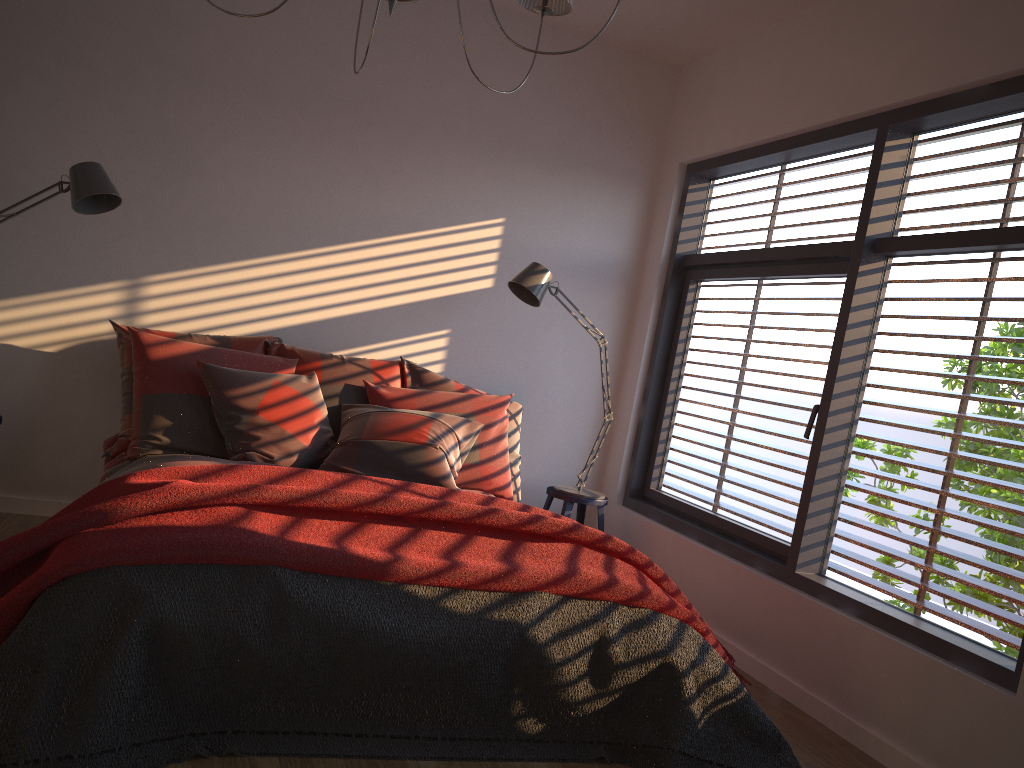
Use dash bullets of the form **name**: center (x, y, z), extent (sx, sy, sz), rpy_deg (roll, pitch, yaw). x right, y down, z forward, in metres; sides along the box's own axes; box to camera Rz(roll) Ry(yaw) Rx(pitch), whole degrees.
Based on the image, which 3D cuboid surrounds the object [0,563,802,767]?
- **object**: center (-0.332, 0.722, 2.757), extent (2.513, 0.570, 1.115), rpy_deg (9, 3, -20)

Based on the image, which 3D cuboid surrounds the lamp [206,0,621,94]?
- **lamp**: center (-0.205, -1.372, 2.086), extent (1.104, 1.083, 1.239), rpy_deg (9, 3, -21)

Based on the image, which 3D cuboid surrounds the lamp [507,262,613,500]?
- **lamp**: center (0.236, -0.007, 4.554), extent (0.791, 1.132, 0.277), rpy_deg (8, 5, -29)

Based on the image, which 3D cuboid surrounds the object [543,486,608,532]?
- **object**: center (0.307, 0.819, 4.749), extent (0.339, 0.482, 0.339), rpy_deg (9, 4, -23)

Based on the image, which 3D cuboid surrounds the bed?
- **bed**: center (-0.595, 0.551, 3.495), extent (2.042, 0.773, 2.299), rpy_deg (9, 2, -21)

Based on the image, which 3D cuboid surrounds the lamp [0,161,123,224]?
- **lamp**: center (-2.046, -0.389, 3.677), extent (0.785, 1.132, 0.279), rpy_deg (12, 5, 20)

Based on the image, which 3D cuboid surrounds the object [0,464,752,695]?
- **object**: center (-0.409, 0.674, 2.874), extent (2.652, 0.663, 0.678), rpy_deg (9, 3, -20)

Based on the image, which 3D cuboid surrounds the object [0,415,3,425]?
- **object**: center (-2.419, 0.359, 3.824), extent (0.339, 0.482, 0.340), rpy_deg (9, 4, -21)

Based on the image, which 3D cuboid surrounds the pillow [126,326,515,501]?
- **pillow**: center (-0.826, 0.172, 4.043), extent (1.819, 0.554, 0.524), rpy_deg (9, 3, -20)

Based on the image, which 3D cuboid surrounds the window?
- **window**: center (1.327, -0.129, 3.795), extent (0.171, 1.948, 2.620), rpy_deg (8, 3, -21)

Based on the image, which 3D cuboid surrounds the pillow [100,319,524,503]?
- **pillow**: center (-0.745, 0.215, 4.043), extent (2.148, 0.736, 1.137), rpy_deg (9, 3, -23)
